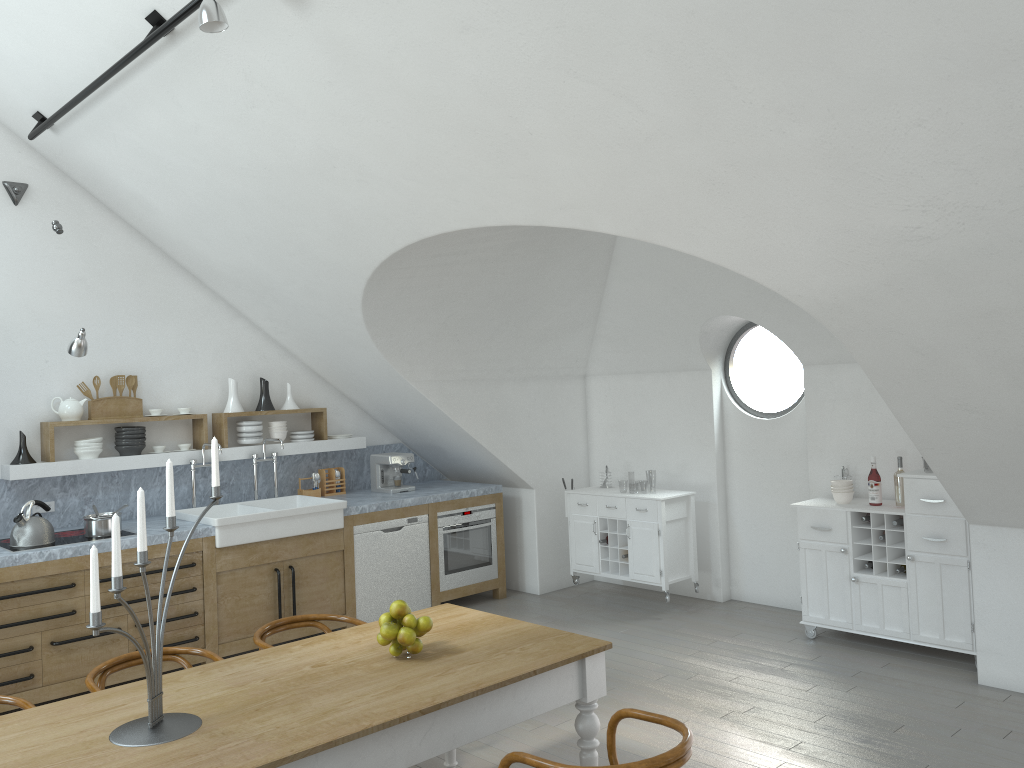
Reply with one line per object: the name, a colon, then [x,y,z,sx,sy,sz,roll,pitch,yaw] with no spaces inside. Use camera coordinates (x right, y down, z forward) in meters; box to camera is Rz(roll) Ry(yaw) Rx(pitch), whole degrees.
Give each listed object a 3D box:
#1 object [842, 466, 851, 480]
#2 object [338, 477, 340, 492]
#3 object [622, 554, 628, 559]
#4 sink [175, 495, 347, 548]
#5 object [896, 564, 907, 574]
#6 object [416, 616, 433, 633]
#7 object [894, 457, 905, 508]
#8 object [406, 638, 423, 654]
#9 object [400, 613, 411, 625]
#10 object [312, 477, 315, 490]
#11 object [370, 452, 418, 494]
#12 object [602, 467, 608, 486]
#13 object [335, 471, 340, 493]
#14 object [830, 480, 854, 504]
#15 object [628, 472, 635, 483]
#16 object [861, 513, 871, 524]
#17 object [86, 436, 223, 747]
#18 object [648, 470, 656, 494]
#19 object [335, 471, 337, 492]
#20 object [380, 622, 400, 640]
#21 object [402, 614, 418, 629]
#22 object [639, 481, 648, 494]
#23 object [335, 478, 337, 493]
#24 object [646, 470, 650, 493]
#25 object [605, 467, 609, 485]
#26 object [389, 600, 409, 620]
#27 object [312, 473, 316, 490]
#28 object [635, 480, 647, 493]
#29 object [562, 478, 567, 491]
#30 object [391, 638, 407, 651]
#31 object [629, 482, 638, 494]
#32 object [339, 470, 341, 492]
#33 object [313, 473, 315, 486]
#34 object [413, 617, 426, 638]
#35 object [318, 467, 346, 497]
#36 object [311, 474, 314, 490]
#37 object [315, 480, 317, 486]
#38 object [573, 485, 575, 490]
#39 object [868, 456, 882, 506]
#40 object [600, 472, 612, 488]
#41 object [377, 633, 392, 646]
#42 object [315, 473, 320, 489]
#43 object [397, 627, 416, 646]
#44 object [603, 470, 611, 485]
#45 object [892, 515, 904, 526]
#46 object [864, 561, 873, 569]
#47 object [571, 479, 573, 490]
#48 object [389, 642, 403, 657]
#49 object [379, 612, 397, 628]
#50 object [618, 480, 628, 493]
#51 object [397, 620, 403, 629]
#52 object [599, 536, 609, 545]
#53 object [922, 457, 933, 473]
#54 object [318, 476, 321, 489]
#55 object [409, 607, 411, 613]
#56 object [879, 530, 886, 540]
object: [2.357,0.691,6.303,0.065,0.209,0.115,-1,-2,-41]
object: [-1.447,0.823,7.412,0.018,0.196,0.020,-2,-2,-21]
object: [0.994,1.371,7.143,0.317,0.083,0.081,-2,-1,-44]
sink: [-1.817,0.982,6.423,1.021,0.202,0.726,-2,0,-43]
object: [2.569,1.184,5.740,0.081,0.081,0.358,-3,-1,45]
object: [-0.330,0.906,3.341,0.063,0.063,0.062,-3,-1,9]
object: [2.547,0.641,5.802,0.085,0.331,0.085,-3,-2,6]
object: [-0.367,0.985,3.340,0.064,0.063,0.063,-2,-1,-32]
object: [-0.402,0.901,3.388,0.053,0.051,0.052,-3,-1,18]
object: [-1.614,0.838,7.228,0.019,0.179,0.044,-3,-2,12]
object: [-0.954,0.750,7.486,0.324,0.321,0.386,-1,-1,-43]
object: [0.803,0.793,7.642,0.054,0.175,0.039,-1,-2,-43]
object: [-1.451,0.820,7.396,0.040,0.192,0.042,-3,-2,7]
object: [2.264,0.740,6.075,0.158,0.160,0.154,-2,-1,-15]
object: [0.975,0.800,7.222,0.048,0.169,0.048,-4,-2,34]
object: [2.420,0.881,5.900,0.359,0.094,0.092,-2,-1,-43]
object: [-1.081,0.622,2.795,0.265,0.876,0.774,-3,-1,21]
object: [1.127,0.785,7.107,0.063,0.187,0.063,-3,-2,32]
object: [-1.466,0.823,7.422,0.018,0.196,0.023,-1,-2,-36]
object: [-0.454,0.919,3.296,0.071,0.064,0.072,-3,-1,40]
object: [-0.383,0.892,3.322,0.053,0.057,0.058,-2,-1,-29]
object: [1.059,0.832,7.124,0.071,0.099,0.071,-2,-1,-20]
object: [-1.482,0.833,7.425,0.044,0.179,0.019,-4,-3,44]
object: [1.111,0.789,7.169,0.054,0.179,0.054,-3,-2,24]
object: [0.814,0.794,7.608,0.024,0.164,0.039,-1,-2,-30]
object: [-0.427,0.854,3.357,0.072,0.074,0.072,-1,-1,-43]
object: [-1.621,0.826,7.273,0.040,0.192,0.042,-2,-2,-6]
object: [1.052,0.835,7.215,0.094,0.093,0.093,-3,-1,34]
object: [0.479,0.942,7.625,0.088,0.269,0.029,-3,-2,20]
object: [-0.423,0.981,3.390,0.080,0.074,0.078,-2,-1,2]
object: [0.982,0.842,7.155,0.077,0.085,0.077,-3,-1,34]
object: [-1.443,0.822,7.422,0.022,0.196,0.019,-1,-3,-42]
object: [-1.621,0.829,7.257,0.018,0.196,0.020,-1,-2,-34]
object: [-0.355,0.930,3.391,0.076,0.076,0.077,-3,-1,14]
object: [-1.503,0.814,7.401,0.200,0.223,0.104,-1,-2,-43]
object: [-1.623,0.829,7.246,0.019,0.196,0.022,-4,-2,35]
object: [-1.601,0.828,7.251,0.023,0.196,0.018,-4,-3,42]
object: [0.535,1.001,7.609,0.038,0.262,0.038,-2,-2,-11]
object: [2.428,0.648,5.937,0.081,0.330,0.081,-4,-2,43]
object: [0.808,0.828,7.630,0.067,0.138,0.101,-1,-2,-43]
object: [-0.480,0.958,3.342,0.059,0.056,0.059,-3,-1,41]
object: [-1.588,0.825,7.238,0.040,0.192,0.042,-2,-2,-7]
object: [-0.392,0.937,3.289,0.071,0.072,0.070,-3,-1,11]
object: [0.814,0.808,7.635,0.029,0.137,0.097,-1,-2,-40]
object: [2.556,0.879,5.743,0.360,0.085,0.087,-2,-1,-43]
object: [2.455,1.186,5.871,0.331,0.085,0.156,-2,-1,-42]
object: [0.516,0.941,7.585,0.029,0.269,0.088,-2,-2,-17]
object: [-0.435,0.995,3.323,0.051,0.050,0.049,-1,-1,-40]
object: [-0.472,0.903,3.367,0.066,0.071,0.072,-3,-1,16]
object: [0.902,0.835,7.187,0.082,0.105,0.081,-2,-1,-30]
object: [-0.452,0.932,3.421,0.062,0.059,0.062,-2,-1,-39]
object: [0.827,1.275,7.265,0.317,0.085,0.082,-2,-1,-43]
object: [2.622,0.511,5.573,0.082,0.105,0.081,-2,-1,-5]
object: [-1.583,0.837,7.251,0.044,0.179,0.019,-3,-2,31]
object: [-0.422,0.886,3.436,0.062,0.059,0.062,-1,-1,-43]
object: [2.498,0.989,5.828,0.331,0.085,0.085,-2,-1,-44]
